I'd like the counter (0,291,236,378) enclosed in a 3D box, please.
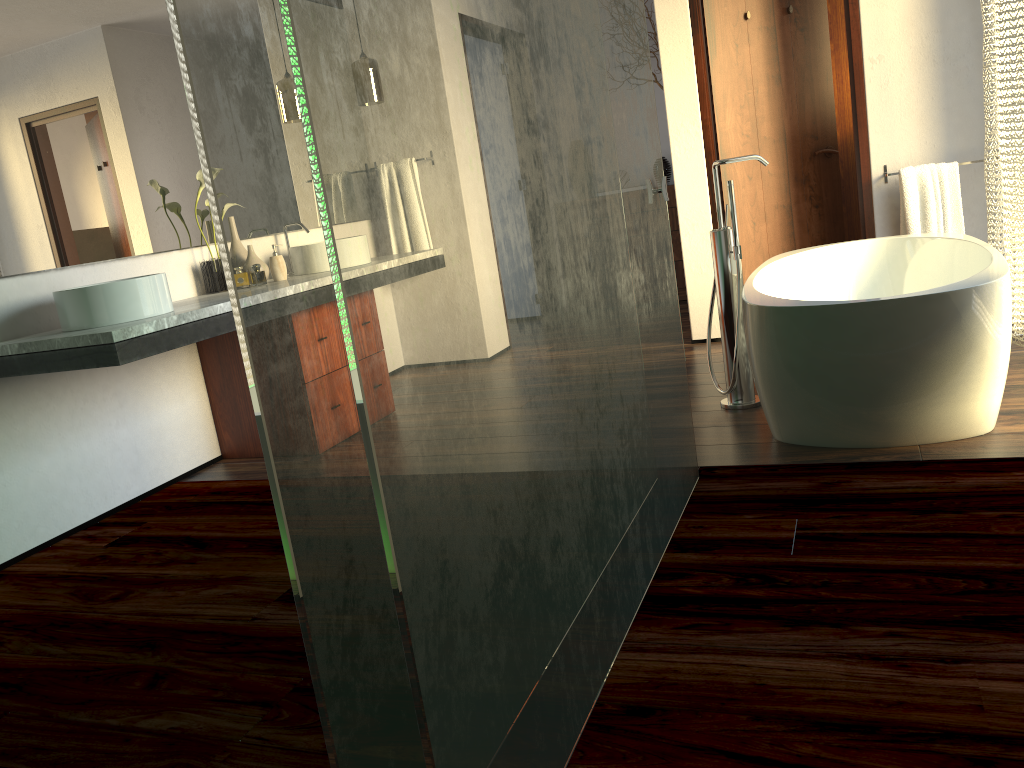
[{"bbox_3d":[-1.022,-0.355,3.665,0.598,0.101,2.222,-5,13,22],"label":"counter"}]

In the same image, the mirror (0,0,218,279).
[{"bbox_3d":[-1.571,-1.024,3.214,0.017,1.150,4.011,-4,13,22],"label":"mirror"}]

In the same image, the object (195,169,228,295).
[{"bbox_3d":[-1.232,-0.648,3.740,0.188,0.503,0.243,-9,11,1],"label":"object"}]

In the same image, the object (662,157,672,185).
[{"bbox_3d":[1.052,-1.492,6.219,0.136,0.200,0.141,-14,12,-22],"label":"object"}]

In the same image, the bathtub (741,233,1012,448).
[{"bbox_3d":[1.228,-0.174,3.030,0.779,0.484,1.594,-5,13,22],"label":"bathtub"}]

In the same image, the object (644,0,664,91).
[{"bbox_3d":[0.877,-2.069,6.021,0.719,1.448,0.841,-14,12,-23],"label":"object"}]

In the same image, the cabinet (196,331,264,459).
[{"bbox_3d":[-0.937,-0.066,3.925,0.521,0.599,0.648,-4,12,23],"label":"cabinet"}]

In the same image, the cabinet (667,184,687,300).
[{"bbox_3d":[0.944,-0.985,6.355,1.160,0.799,0.396,-4,12,24],"label":"cabinet"}]

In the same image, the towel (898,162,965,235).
[{"bbox_3d":[1.896,-0.670,3.993,0.262,0.636,0.153,-8,11,6],"label":"towel"}]

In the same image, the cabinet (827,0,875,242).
[{"bbox_3d":[2.121,-1.783,5.359,1.510,2.360,0.352,-4,12,24],"label":"cabinet"}]

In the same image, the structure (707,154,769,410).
[{"bbox_3d":[0.795,-0.366,3.260,0.240,0.896,0.282,-15,13,-26],"label":"structure"}]

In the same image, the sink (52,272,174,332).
[{"bbox_3d":[-1.323,-0.275,2.947,0.364,0.130,0.351,-4,13,25],"label":"sink"}]

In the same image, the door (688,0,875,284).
[{"bbox_3d":[1.363,-1.243,4.412,0.744,1.944,0.456,-4,12,23],"label":"door"}]

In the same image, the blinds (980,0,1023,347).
[{"bbox_3d":[1.698,-1.192,2.857,0.184,2.333,2.090,-4,12,22],"label":"blinds"}]

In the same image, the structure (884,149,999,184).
[{"bbox_3d":[1.909,-0.968,3.940,0.461,0.088,0.100,-4,12,24],"label":"structure"}]
